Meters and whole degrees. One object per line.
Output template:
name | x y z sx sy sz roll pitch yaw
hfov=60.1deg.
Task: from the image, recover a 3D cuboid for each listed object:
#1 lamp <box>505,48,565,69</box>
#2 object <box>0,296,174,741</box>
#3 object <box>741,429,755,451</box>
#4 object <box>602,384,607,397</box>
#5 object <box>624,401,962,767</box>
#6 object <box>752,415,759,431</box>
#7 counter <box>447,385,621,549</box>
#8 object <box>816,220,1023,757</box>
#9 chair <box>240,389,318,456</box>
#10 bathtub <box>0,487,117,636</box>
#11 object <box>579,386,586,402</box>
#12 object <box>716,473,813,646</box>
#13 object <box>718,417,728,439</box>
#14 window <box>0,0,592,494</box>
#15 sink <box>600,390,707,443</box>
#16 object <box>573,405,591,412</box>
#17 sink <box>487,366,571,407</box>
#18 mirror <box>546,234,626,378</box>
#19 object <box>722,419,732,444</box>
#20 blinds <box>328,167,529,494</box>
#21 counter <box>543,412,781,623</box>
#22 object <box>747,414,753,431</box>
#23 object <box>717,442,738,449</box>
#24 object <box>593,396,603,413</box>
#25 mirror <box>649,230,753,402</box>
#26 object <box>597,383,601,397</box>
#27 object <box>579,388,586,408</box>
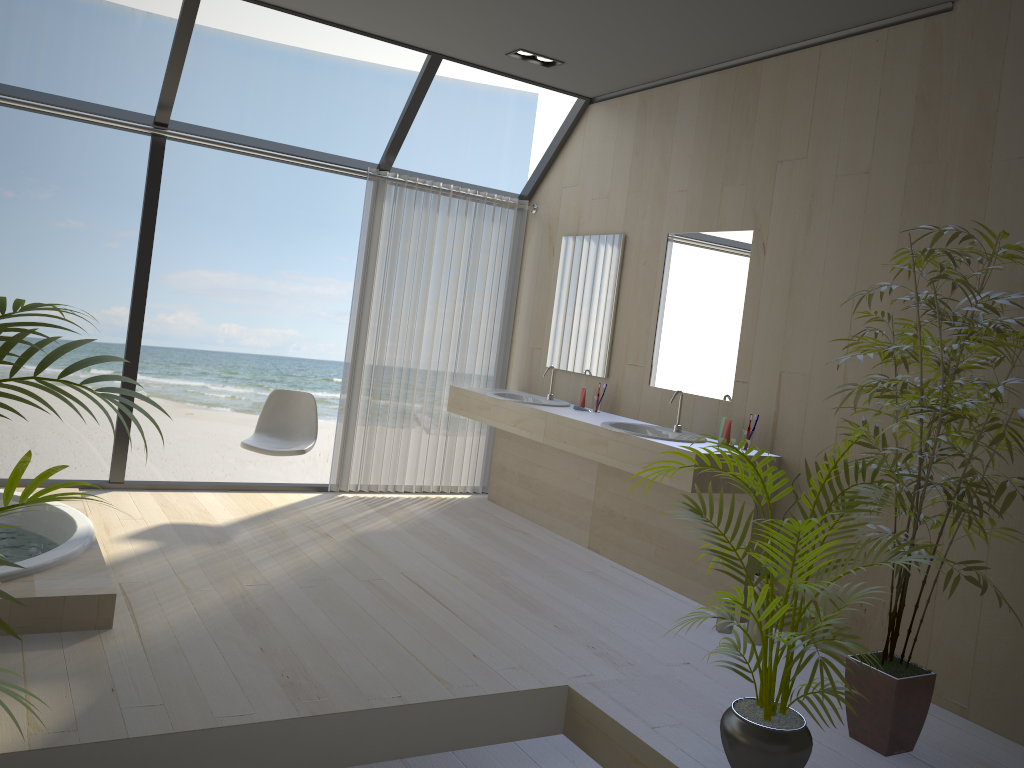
lamp | 0.138 -1.910 5.059 0.300 0.112 0.165 5 3 -31
object | -1.136 0.317 1.518 1.062 1.344 0.877 6 2 -42
object | 1.112 0.268 4.191 0.058 0.100 0.059 7 1 -20
object | 0.526 0.083 5.230 0.054 0.175 0.012 7 0 -5
object | 0.740 0.573 2.540 0.916 1.156 0.751 7 1 3
object | 1.133 0.230 4.192 0.054 0.175 0.012 7 0 -5
counter | 0.075 0.492 5.549 0.549 0.790 1.211 6 3 -31
object | 1.395 0.338 2.953 0.786 1.755 0.937 7 1 -6
chair | -1.319 0.225 5.104 0.369 0.347 0.455 7 3 -2
bathtub | -2.581 0.635 3.335 1.816 0.698 1.655 5 4 -31
object | 0.432 0.084 5.396 0.039 0.135 0.039 7 1 18
object | 1.150 0.753 3.934 0.405 0.748 0.275 6 1 -43
object | 1.039 0.230 4.357 0.039 0.135 0.039 7 1 11
window | -1.783 -0.738 4.937 4.547 2.812 0.748 5 1 -31
sink | 0.711 0.228 4.454 0.502 0.419 0.576 6 3 -27
object | 0.412 0.144 5.202 0.104 0.029 0.032 8 2 10
sink | 0.103 0.081 5.493 0.502 0.419 0.576 6 3 -27
mirror | 0.456 -0.506 5.593 0.023 0.868 0.656 7 2 -31
object | 1.029 0.237 4.243 0.039 0.135 0.039 7 1 11
blinds | -0.539 -0.304 5.928 1.179 2.069 0.084 6 1 -31
counter | 0.682 0.639 4.510 0.549 0.790 1.211 6 3 -31
object | 1.113 0.228 4.161 0.012 0.178 0.050 7 1 8
object | 1.019 0.291 4.163 0.104 0.029 0.032 8 2 10
object | 0.505 0.122 5.230 0.058 0.100 0.059 7 1 -24
mirror | 1.001 -0.378 4.715 0.023 0.868 0.656 7 2 -31
object | 0.506 0.081 5.200 0.012 0.178 0.050 7 1 8
object | 0.422 0.090 5.282 0.039 0.135 0.039 7 1 18
